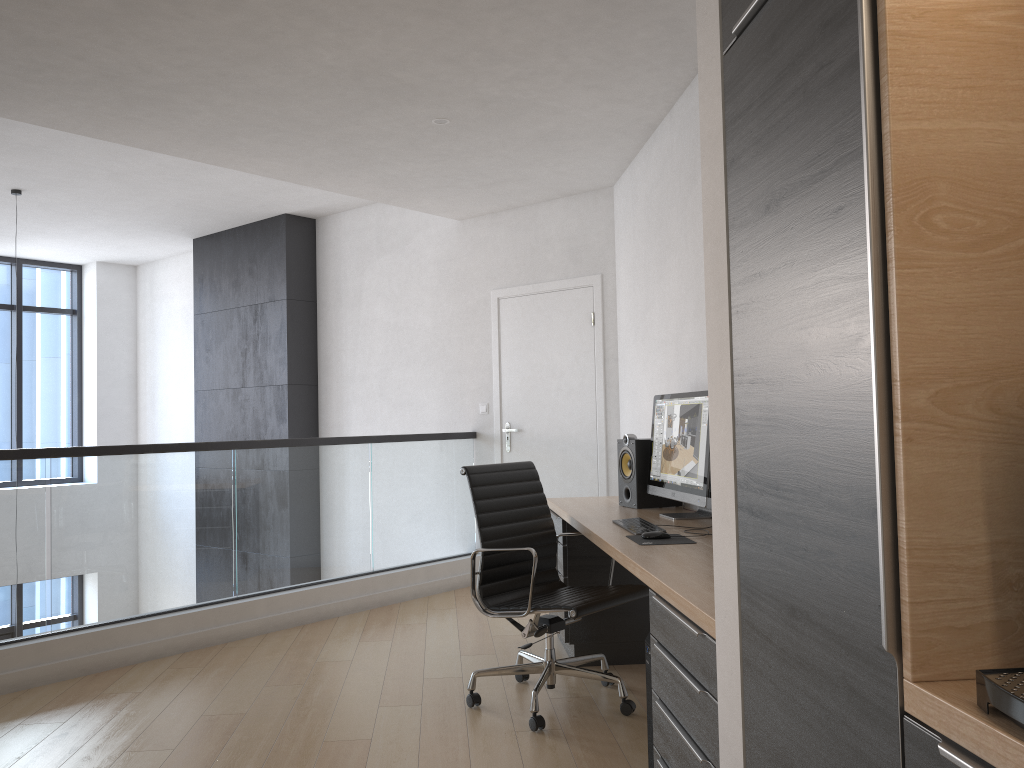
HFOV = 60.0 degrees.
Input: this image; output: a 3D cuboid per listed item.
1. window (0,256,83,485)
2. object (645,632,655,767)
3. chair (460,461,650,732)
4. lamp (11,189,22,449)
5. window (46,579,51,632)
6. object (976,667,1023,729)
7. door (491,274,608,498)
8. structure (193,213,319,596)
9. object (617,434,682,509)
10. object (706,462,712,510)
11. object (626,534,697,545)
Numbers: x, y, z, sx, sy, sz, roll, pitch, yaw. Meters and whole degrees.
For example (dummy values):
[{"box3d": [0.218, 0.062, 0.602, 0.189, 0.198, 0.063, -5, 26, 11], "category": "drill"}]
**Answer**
[{"box3d": [-5.228, -0.125, 9.353, 0.170, 2.402, 1.310, -3, -3, 40], "category": "window"}, {"box3d": [0.652, 1.014, 2.623, 0.474, 0.527, 0.215, -1, -2, -5], "category": "object"}, {"box3d": [0.184, 0.835, 3.734, 0.664, 0.991, 0.699, 1, -3, -44], "category": "chair"}, {"box3d": [-3.697, 0.791, 6.616, 1.000, 4.513, 1.000, -3, -3, 42], "category": "lamp"}, {"box3d": [-5.152, 3.221, 9.221, 0.170, 2.402, 1.310, -3, -3, 40], "category": "window"}, {"box3d": [0.821, 0.152, 0.750, 0.584, 0.398, 0.618, -1, -2, -4], "category": "object"}, {"box3d": [0.247, 0.359, 6.145, 0.974, 2.136, 0.085, -3, -3, 40], "category": "door"}, {"box3d": [-2.474, 1.735, 7.952, 1.500, 6.351, 0.722, -3, -3, 40], "category": "structure"}, {"box3d": [0.664, 0.417, 4.317, 0.249, 0.354, 0.198, 0, -2, -20], "category": "object"}, {"box3d": [0.813, 0.276, 3.107, 0.190, 0.535, 0.716, -1, -2, 0], "category": "object"}, {"box3d": [0.524, 0.550, 3.139, 0.200, 0.002, 0.250, -1, -2, -5], "category": "object"}]
